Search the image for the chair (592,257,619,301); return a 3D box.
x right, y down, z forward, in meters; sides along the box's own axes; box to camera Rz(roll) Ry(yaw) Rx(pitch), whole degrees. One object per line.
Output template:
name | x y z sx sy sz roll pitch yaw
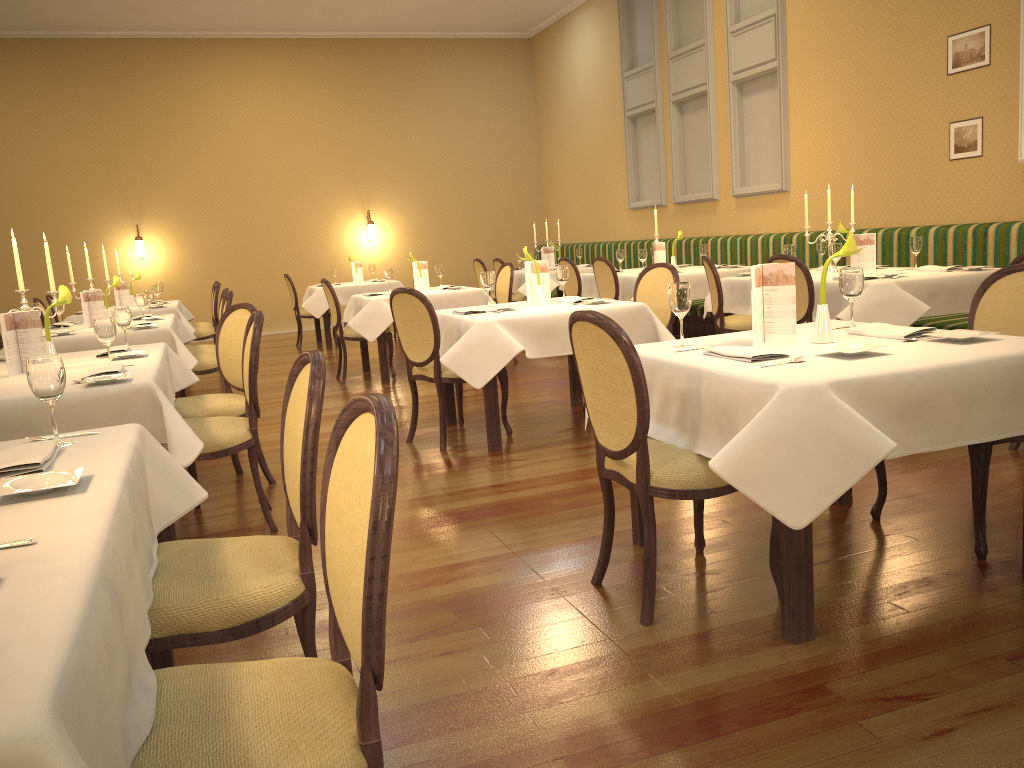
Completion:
chair | 1.084 -0.740 8.356 0.571 0.955 0.530 -8 10 -19

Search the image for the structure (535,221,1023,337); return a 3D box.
structure | 2.653 -0.913 8.463 0.850 1.031 14.516 -8 10 -19

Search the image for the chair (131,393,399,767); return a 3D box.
chair | -0.429 0.523 1.409 0.571 0.955 0.530 -8 10 -19

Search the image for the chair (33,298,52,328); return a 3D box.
chair | -4.544 -0.438 9.153 0.571 0.955 0.530 -8 10 -19

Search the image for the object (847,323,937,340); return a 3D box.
object | 1.309 -0.183 3.066 0.142 0.033 0.273 -8 10 -19

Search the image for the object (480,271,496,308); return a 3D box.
object | -0.156 -0.610 5.718 0.088 0.229 0.088 0 10 23

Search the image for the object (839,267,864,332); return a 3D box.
object | 1.243 -0.309 3.245 0.088 0.229 0.088 1 11 28

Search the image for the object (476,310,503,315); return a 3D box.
object | -0.138 -0.419 5.215 0.181 0.015 0.038 -7 10 -17

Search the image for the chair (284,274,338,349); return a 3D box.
chair | -2.592 -0.964 11.428 0.571 0.955 0.530 -8 10 -19

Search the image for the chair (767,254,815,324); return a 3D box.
chair | 2.000 -0.393 5.827 0.571 0.955 0.530 -8 10 -19

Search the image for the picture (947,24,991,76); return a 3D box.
picture | 3.459 -2.528 6.722 0.008 0.294 0.401 -8 10 -19

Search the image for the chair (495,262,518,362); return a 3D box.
chair | -0.247 -0.673 8.572 0.571 0.955 0.530 -8 10 -19

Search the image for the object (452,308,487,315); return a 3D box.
object | -0.262 -0.443 5.400 0.142 0.024 0.273 -8 10 -19

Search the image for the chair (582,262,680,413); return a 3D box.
chair | 0.786 -0.283 5.729 0.571 0.955 0.530 -10 11 -29

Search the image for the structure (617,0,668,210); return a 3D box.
structure | 1.700 -3.832 11.385 0.200 3.103 0.956 -8 10 -19

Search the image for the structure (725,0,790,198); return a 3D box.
structure | 2.529 -3.518 9.096 0.200 3.103 0.956 -8 10 -19

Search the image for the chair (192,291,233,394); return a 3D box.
chair | -2.342 -0.201 6.690 0.571 0.955 0.530 -8 10 -19

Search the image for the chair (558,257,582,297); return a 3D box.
chair | 0.803 -0.847 9.136 0.571 0.955 0.530 -8 10 -19

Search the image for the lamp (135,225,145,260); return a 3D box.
lamp | -5.446 -2.065 12.917 0.114 0.513 0.323 -10 11 -29

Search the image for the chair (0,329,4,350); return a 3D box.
chair | -3.809 -0.159 7.123 0.571 0.955 0.530 -8 10 -19

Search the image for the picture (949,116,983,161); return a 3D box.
picture | 3.502 -1.889 6.845 0.008 0.294 0.313 -8 10 -19

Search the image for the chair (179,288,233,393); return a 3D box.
chair | -2.603 -0.300 7.411 0.571 0.955 0.530 -8 10 -19

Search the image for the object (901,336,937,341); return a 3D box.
object | 1.352 -0.153 2.907 0.181 0.015 0.038 -7 10 -17

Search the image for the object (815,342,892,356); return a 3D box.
object | 1.040 -0.100 2.707 0.160 0.024 0.160 -8 10 -19

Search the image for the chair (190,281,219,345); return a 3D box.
chair | -3.623 -0.686 10.226 0.571 0.955 0.530 -8 10 -19

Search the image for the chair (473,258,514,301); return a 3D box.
chair | -0.191 -1.223 11.881 0.571 0.955 0.530 -8 10 -19

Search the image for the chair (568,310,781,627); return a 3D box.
chair | 0.509 0.210 2.868 0.571 0.955 0.530 -8 10 -19

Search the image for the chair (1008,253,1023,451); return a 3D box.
chair | 2.628 -0.156 4.097 0.571 0.955 0.530 -8 10 -19

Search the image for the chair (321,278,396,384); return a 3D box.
chair | -1.430 -0.524 8.219 0.571 0.955 0.530 -8 10 -19

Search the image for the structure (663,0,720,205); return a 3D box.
structure | 2.100 -3.681 10.281 0.200 3.103 0.956 -8 10 -19

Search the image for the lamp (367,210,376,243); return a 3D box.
lamp | -2.266 -2.490 14.010 0.114 0.513 0.323 -10 11 -29

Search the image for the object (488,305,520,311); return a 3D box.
object | -0.050 -0.454 5.363 0.160 0.024 0.160 -8 10 -19

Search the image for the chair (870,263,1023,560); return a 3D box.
chair | 1.691 0.061 3.220 0.571 0.955 0.530 -8 10 -19

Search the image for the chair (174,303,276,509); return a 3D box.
chair | -1.576 0.084 4.606 0.571 0.955 0.530 -13 13 -43

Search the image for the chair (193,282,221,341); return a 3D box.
chair | -3.362 -0.587 9.506 0.571 0.955 0.530 -8 10 -19

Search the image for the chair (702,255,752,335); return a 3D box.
chair | 1.720 -0.496 6.585 0.571 0.955 0.530 -3 9 6

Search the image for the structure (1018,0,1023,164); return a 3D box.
structure | 3.713 -3.014 5.848 0.200 2.985 0.687 -8 10 -19

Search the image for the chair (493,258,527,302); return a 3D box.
chair | 0.090 -1.116 11.101 0.571 0.955 0.530 -8 10 -19

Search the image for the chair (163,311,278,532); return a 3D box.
chair | -1.332 0.182 3.902 0.571 0.955 0.530 -8 10 -19

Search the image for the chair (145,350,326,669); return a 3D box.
chair | -0.690 0.425 2.130 0.571 0.955 0.530 -8 10 -19

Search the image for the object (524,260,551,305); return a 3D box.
object | 0.181 -0.642 5.620 0.166 0.277 0.081 0 10 27

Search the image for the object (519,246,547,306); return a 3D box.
object | 0.133 -0.667 5.482 0.163 0.375 0.076 -13 13 -42

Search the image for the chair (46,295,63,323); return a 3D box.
chair | -4.829 -0.546 9.939 0.571 0.955 0.530 -8 10 -19

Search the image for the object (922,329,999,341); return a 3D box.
object | 1.429 -0.149 2.825 0.160 0.024 0.160 -8 10 -19

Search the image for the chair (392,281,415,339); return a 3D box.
chair | -1.409 -1.113 11.781 0.571 0.955 0.530 -8 10 -19

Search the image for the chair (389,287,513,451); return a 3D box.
chair | -0.394 -0.131 5.355 0.571 0.955 0.530 -12 12 -38
